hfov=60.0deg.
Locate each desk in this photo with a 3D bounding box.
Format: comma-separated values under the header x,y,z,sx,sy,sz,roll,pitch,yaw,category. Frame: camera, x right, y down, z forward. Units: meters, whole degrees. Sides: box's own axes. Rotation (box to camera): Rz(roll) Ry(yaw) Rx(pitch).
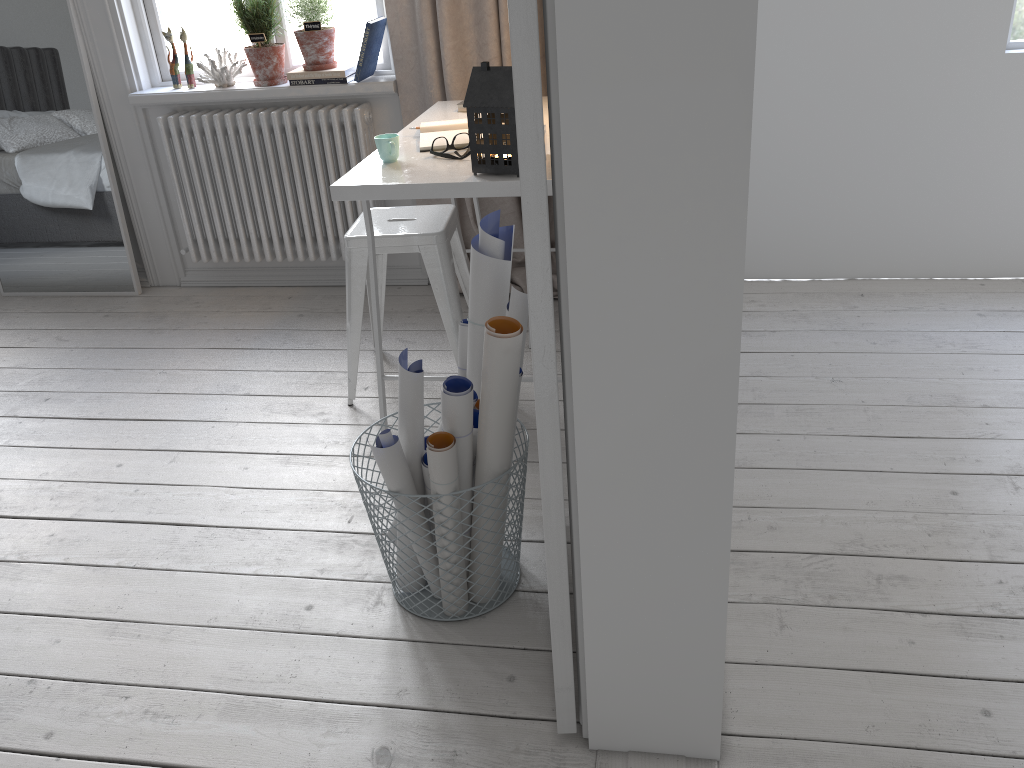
x,y,z,sx,sy,sz,roll,pitch,yaw,category
-0.005,-0.376,2.711,0.641,0.775,1.164,1,28,10,desk

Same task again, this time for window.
x,y,z,sx,sy,sz,roll,pitch,yaw,category
-0.989,-1.882,3.187,1.047,1.534,0.079,1,28,10,window

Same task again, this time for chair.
x,y,z,sx,sy,sz,roll,pitch,yaw,category
-0.316,-0.267,2.815,0.409,0.526,0.408,-2,27,6,chair

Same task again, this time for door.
x,y,z,sx,sy,sz,roll,pitch,yaw,category
0.017,-0.568,1.338,0.034,2.323,0.679,-3,27,2,door

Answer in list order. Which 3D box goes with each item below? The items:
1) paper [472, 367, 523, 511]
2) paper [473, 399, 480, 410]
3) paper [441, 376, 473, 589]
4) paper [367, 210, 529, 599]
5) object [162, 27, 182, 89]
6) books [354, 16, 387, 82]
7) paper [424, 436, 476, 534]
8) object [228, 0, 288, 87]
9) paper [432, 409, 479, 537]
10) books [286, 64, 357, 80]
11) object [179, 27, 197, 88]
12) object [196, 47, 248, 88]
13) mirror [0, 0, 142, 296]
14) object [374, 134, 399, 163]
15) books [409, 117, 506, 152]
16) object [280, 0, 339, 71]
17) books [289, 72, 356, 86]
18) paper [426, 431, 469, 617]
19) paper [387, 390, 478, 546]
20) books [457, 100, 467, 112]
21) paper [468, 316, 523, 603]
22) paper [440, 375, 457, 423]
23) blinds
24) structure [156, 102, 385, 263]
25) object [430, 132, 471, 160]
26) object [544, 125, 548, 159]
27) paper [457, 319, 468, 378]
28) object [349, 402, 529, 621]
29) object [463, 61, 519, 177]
x,y,z,sx,sy,sz,roll,pitch,yaw,category
-0.058,0.201,1.859,0.200,0.541,0.047,3,28,14,paper
-0.141,0.182,1.932,0.239,0.358,0.047,8,30,23,paper
-0.110,0.224,1.797,0.060,0.552,0.153,-21,31,-29,paper
-0.126,0.084,1.818,0.431,0.792,0.181,-23,32,-31,paper
-1.325,-1.273,3.461,0.045,0.224,0.052,-10,28,-11,object
-0.526,-1.248,3.304,0.101,0.210,0.175,2,28,13,books
-0.164,0.272,1.898,0.234,0.388,0.078,18,35,37,paper
-0.955,-1.340,3.334,0.199,0.410,0.183,-18,30,-24,object
-0.129,0.221,1.919,0.054,0.431,0.253,-27,35,-37,paper
-0.721,-1.186,3.372,0.246,0.025,0.157,2,28,12,books
-1.252,-1.263,3.430,0.052,0.224,0.045,-24,33,-33,object
-1.122,-1.218,3.421,0.212,0.149,0.186,5,29,18,object
-1.982,-1.106,3.592,0.669,1.552,0.145,1,28,10,mirror
-0.321,-0.604,2.287,0.064,0.065,0.082,0,28,9,object
-0.149,-0.725,2.532,0.291,0.029,0.358,-6,27,-2,books
-0.734,-1.336,3.291,0.211,0.317,0.220,-26,34,-35,object
-0.713,-1.167,3.387,0.245,0.022,0.157,3,28,14,books
-0.127,0.291,1.774,0.057,0.464,0.123,-12,28,-14,paper
-0.176,0.183,1.894,0.244,0.402,0.049,2,28,12,paper
-0.057,-0.915,2.888,0.207,0.024,0.150,4,28,16,books
-0.040,0.174,1.767,0.181,0.668,0.073,12,32,30,paper
-0.146,0.149,1.987,0.129,0.360,0.047,-4,27,0,paper
-0.078,-1.535,2.888,0.831,2.676,0.225,1,28,10,blinds
-0.936,-0.812,3.590,0.935,0.599,0.216,1,28,10,structure
-0.159,-0.618,2.308,0.114,0.047,0.133,-5,27,-1,object
0.047,-0.601,2.211,0.078,0.073,0.065,-1,27,7,object
-0.104,0.127,2.000,0.046,0.546,0.166,13,32,31,paper
-0.139,0.280,1.926,0.374,0.350,0.375,2,28,12,object
-0.022,-0.624,2.077,0.135,0.248,0.135,9,30,24,object
